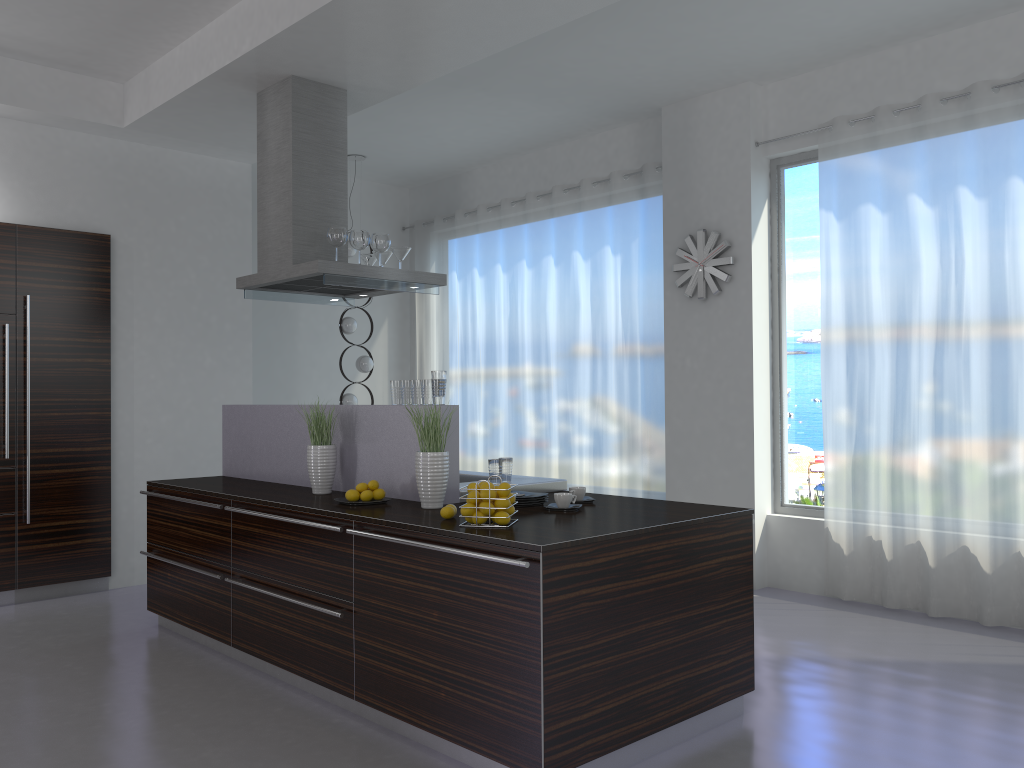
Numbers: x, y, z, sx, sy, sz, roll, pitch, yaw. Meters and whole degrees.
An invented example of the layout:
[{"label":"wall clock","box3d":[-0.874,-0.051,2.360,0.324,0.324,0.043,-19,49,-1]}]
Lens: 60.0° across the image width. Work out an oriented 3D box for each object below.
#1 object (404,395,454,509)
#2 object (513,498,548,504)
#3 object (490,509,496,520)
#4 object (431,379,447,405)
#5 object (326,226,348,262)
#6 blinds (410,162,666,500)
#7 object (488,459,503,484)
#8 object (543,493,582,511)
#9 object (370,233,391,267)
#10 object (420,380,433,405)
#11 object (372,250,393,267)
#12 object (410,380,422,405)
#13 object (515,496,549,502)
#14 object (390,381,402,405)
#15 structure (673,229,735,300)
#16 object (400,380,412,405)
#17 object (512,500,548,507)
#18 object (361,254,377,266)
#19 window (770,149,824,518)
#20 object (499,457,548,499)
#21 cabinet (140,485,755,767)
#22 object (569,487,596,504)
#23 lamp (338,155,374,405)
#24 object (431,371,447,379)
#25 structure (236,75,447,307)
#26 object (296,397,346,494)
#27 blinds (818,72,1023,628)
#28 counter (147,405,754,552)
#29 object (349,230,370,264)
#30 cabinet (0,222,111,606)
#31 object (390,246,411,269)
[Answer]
[{"label":"object","box3d":[-0.357,0.289,3.856,0.269,0.502,0.247,0,-1,0]},{"label":"object","box3d":[0.027,0.521,3.968,0.232,0.020,0.232,0,-1,-35]},{"label":"object","box3d":[-0.085,0.502,3.446,0.053,0.053,0.061,0,-1,-1]},{"label":"object","box3d":[-0.337,0.038,4.090,0.071,0.119,0.072,0,-1,-3]},{"label":"object","box3d":[-1.012,-0.793,5.123,0.125,0.221,0.125,0,-1,-19]},{"label":"blinds","box3d":[0.052,-0.114,7.893,0.120,3.112,3.245,0,-1,-43]},{"label":"object","box3d":[-0.081,0.430,4.355,0.071,0.119,0.072,0,-1,-43]},{"label":"object","box3d":[0.217,0.503,3.783,0.153,0.069,0.153,-1,-1,20]},{"label":"object","box3d":[-0.792,-0.791,5.333,0.125,0.221,0.125,0,-1,-19]},{"label":"object","box3d":[-0.392,0.039,4.148,0.071,0.119,0.072,0,-1,-3]},{"label":"object","box3d":[-0.829,-0.763,5.695,0.137,0.174,0.137,-1,-1,11]},{"label":"object","box3d":[-0.448,0.041,4.207,0.071,0.119,0.072,0,-1,-3]},{"label":"object","box3d":[0.027,0.511,3.968,0.232,0.020,0.232,0,-1,-40]},{"label":"object","box3d":[-0.559,0.043,4.324,0.072,0.119,0.071,-1,-1,7]},{"label":"structure","box3d":[1.360,-0.856,6.350,0.076,0.505,0.505,0,-1,-43]},{"label":"object","box3d":[-0.503,0.042,4.266,0.071,0.119,0.072,0,-1,-3]},{"label":"object","box3d":[0.027,0.531,3.967,0.232,0.020,0.232,0,-1,-35]},{"label":"object","box3d":[-0.939,-0.760,5.834,0.137,0.174,0.137,-1,-1,11]},{"label":"window","box3d":[2.903,-0.363,5.209,0.100,2.500,3.000,0,-1,-43]},{"label":"object","box3d":[-0.034,0.441,4.147,0.269,0.147,0.646,0,-1,-19]},{"label":"cabinet","box3d":[-0.569,0.979,4.499,1.377,0.852,3.285,0,-1,-43]},{"label":"object","box3d":[0.299,0.506,4.043,0.153,0.069,0.153,0,-1,-10]},{"label":"lamp","box3d":[-1.398,-0.854,7.958,0.180,2.370,0.367,-1,-1,40]},{"label":"object","box3d":[-0.337,-0.001,4.090,0.071,0.119,0.072,0,-1,-3]},{"label":"structure","box3d":[-1.076,-1.161,5.562,0.915,1.231,0.981,0,-1,-43]},{"label":"object","box3d":[-0.987,0.303,4.484,0.247,0.502,0.269,0,-1,-43]},{"label":"blinds","box3d":[2.986,-0.182,4.796,0.120,3.112,2.830,0,-1,-43]},{"label":"counter","box3d":[-0.562,0.755,4.508,1.302,1.300,3.291,0,-1,-43]},{"label":"object","box3d":[-0.898,-0.792,5.232,0.125,0.221,0.125,0,-1,-19]},{"label":"cabinet","box3d":[-4.315,0.195,5.193,3.600,2.500,0.669,0,-1,-43]},{"label":"object","box3d":[-0.699,-0.766,5.557,0.137,0.174,0.137,-1,-1,11]}]
